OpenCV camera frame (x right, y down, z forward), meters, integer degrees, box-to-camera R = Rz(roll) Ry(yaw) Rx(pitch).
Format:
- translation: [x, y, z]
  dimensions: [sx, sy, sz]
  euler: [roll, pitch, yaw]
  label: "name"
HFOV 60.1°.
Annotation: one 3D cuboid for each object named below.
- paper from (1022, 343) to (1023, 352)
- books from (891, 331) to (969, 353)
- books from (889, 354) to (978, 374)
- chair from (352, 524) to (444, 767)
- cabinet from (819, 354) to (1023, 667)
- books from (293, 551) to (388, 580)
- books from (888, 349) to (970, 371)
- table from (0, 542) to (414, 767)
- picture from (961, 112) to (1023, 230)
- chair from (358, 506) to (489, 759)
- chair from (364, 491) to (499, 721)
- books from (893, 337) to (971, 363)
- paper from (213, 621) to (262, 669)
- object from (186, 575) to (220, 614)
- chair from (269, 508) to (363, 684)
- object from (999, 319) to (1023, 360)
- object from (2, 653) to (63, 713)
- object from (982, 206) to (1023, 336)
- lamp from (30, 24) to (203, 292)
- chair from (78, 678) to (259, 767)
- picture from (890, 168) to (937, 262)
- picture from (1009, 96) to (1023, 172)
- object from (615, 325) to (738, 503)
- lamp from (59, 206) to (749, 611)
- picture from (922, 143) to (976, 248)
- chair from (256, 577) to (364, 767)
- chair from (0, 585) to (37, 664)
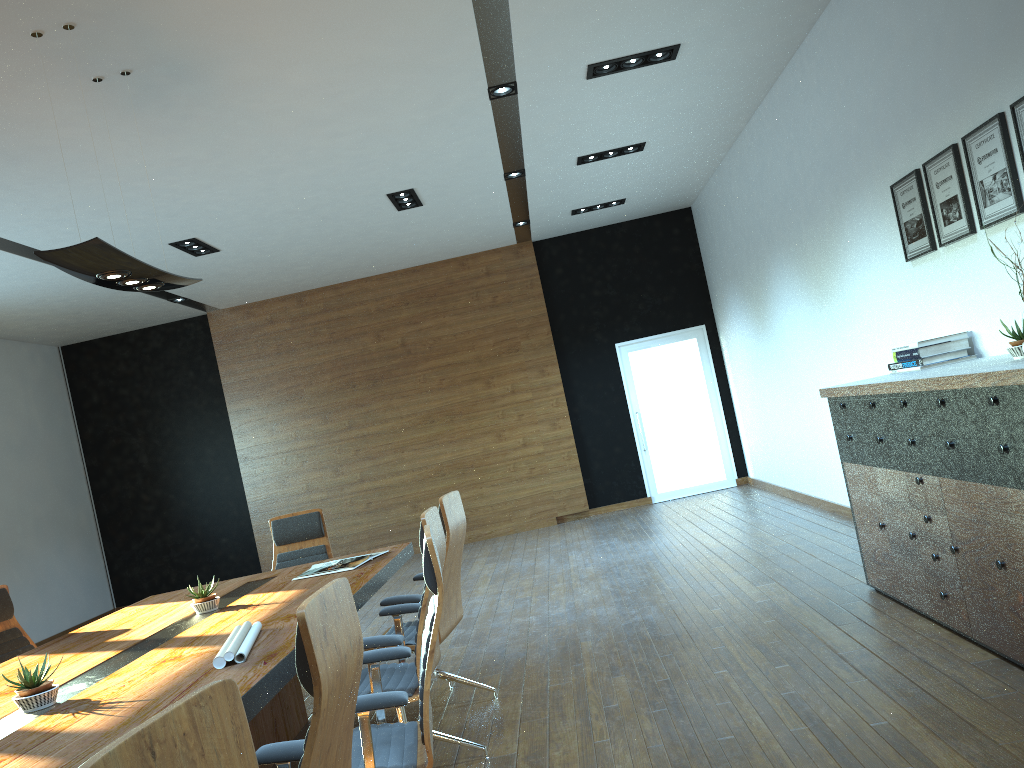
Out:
- translation: [2.169, -0.197, 3.196]
  dimensions: [0.645, 0.124, 0.144]
  euler: [-12, -1, 2]
  label: "paper"
- translation: [2.401, -0.240, 5.108]
  dimensions: [0.292, 0.032, 0.362]
  euler: [-12, -3, 1]
  label: "books"
- translation: [2.415, -0.111, 5.098]
  dimensions: [0.323, 0.021, 0.443]
  euler: [-12, -3, 2]
  label: "books"
- translation: [-0.479, 1.114, 3.051]
  dimensions: [0.695, 1.127, 0.707]
  euler: [-12, -1, -6]
  label: "chair"
- translation: [2.313, 0.511, 4.178]
  dimensions: [0.767, 1.232, 2.349]
  euler: [-12, -2, 2]
  label: "cabinet"
- translation: [-1.014, 1.065, 5.285]
  dimensions: [0.390, 0.033, 0.544]
  euler: [-13, -3, 14]
  label: "books"
- translation: [2.390, -0.137, 5.102]
  dimensions: [0.273, 0.041, 0.404]
  euler: [-12, -3, -3]
  label: "books"
- translation: [-1.561, 1.510, 3.079]
  dimensions: [1.785, 0.797, 5.544]
  euler: [-12, -2, 2]
  label: "table"
- translation: [2.362, -1.036, 4.361]
  dimensions: [0.028, 0.484, 0.380]
  euler: [-12, -1, 2]
  label: "picture"
- translation: [-0.553, 1.169, 3.920]
  dimensions: [0.696, 1.127, 0.706]
  euler: [-12, -1, 3]
  label: "chair"
- translation: [-0.521, 1.201, 4.788]
  dimensions: [0.697, 1.127, 0.705]
  euler: [-12, -1, 9]
  label: "chair"
- translation: [2.410, -0.194, 5.107]
  dimensions: [0.288, 0.063, 0.369]
  euler: [-12, -2, 2]
  label: "books"
- translation: [-1.597, 1.050, 2.669]
  dimensions: [0.631, 0.083, 2.232]
  euler: [-14, -3, 42]
  label: "paper"
- translation: [-1.599, 1.087, 4.587]
  dimensions: [0.177, 0.188, 0.154]
  euler: [-12, -1, -23]
  label: "object"
- translation: [-1.446, 1.452, 5.965]
  dimensions: [0.707, 1.127, 0.696]
  euler: [-12, -1, 5]
  label: "chair"
- translation: [2.201, -0.208, 3.808]
  dimensions: [0.154, 0.188, 0.177]
  euler: [-13, -1, 42]
  label: "object"
- translation: [-1.660, 1.031, 3.069]
  dimensions: [0.154, 0.188, 0.177]
  euler: [-13, -1, 42]
  label: "object"
- translation: [2.290, -0.463, 3.951]
  dimensions: [0.213, 0.663, 0.443]
  euler: [-12, -1, 17]
  label: "object"
- translation: [-2.062, -1.100, 4.517]
  dimensions: [0.340, 1.199, 1.197]
  euler: [-12, -1, 2]
  label: "lamp"
- translation: [-0.667, 1.073, 1.273]
  dimensions: [0.697, 1.127, 0.705]
  euler: [-12, -1, 10]
  label: "chair"
- translation: [2.402, -1.001, 5.312]
  dimensions: [0.028, 0.484, 0.380]
  euler: [-12, -1, 2]
  label: "picture"
- translation: [2.342, -1.053, 3.882]
  dimensions: [0.028, 0.484, 0.380]
  euler: [-12, -1, 2]
  label: "picture"
- translation: [2.170, 0.407, 11.714]
  dimensions: [1.198, 2.160, 0.200]
  euler: [-12, 0, 2]
  label: "object"
- translation: [-1.959, 0.378, 9.285]
  dimensions: [9.395, 3.707, 16.690]
  euler: [-12, -2, 2]
  label: "lamp"
- translation: [2.382, -1.019, 4.839]
  dimensions: [0.028, 0.484, 0.380]
  euler: [-12, -1, 2]
  label: "picture"
- translation: [-0.638, 1.106, 2.137]
  dimensions: [0.696, 1.127, 0.706]
  euler: [-12, -1, 3]
  label: "chair"
- translation: [-2.614, 1.653, 4.908]
  dimensions: [0.698, 1.127, 0.704]
  euler: [-12, -1, 17]
  label: "chair"
